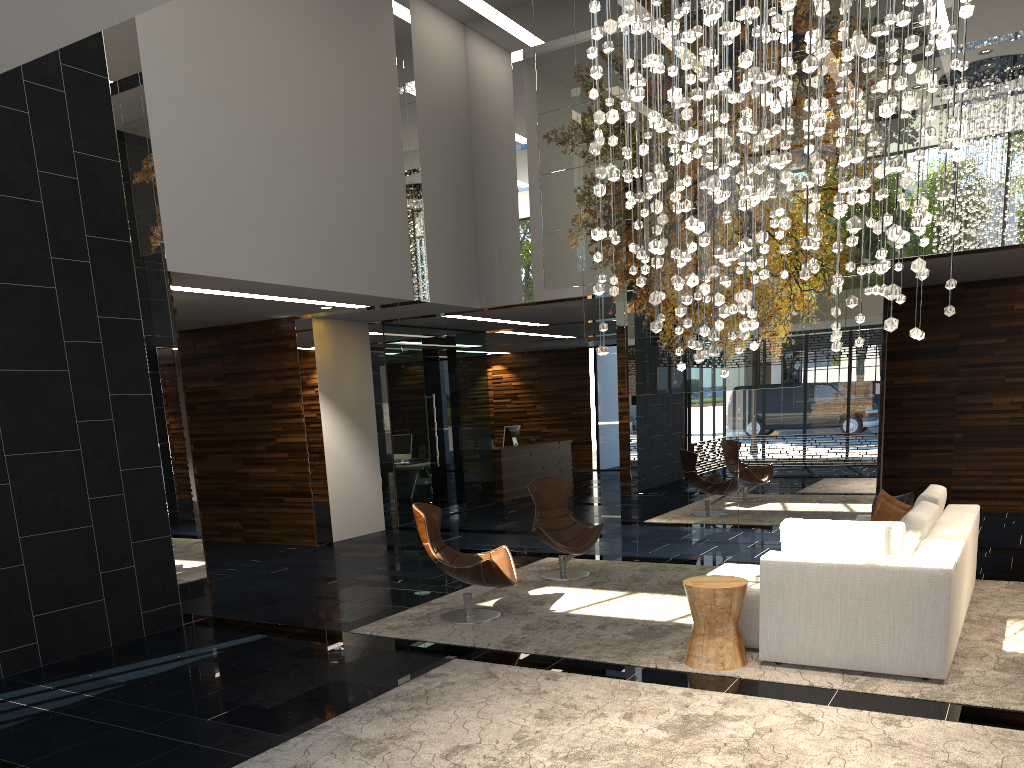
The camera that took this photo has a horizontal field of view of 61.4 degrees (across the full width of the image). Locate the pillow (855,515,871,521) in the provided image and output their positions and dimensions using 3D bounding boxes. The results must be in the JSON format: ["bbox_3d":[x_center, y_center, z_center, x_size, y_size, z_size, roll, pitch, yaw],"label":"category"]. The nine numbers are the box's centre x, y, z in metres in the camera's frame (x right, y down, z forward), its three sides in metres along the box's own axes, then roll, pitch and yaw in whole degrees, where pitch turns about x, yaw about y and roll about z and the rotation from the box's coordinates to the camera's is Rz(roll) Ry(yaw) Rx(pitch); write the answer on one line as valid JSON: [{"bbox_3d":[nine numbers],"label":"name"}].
[{"bbox_3d":[3.169,1.167,7.134,0.624,0.156,0.233,-3,2,25],"label":"pillow"}]

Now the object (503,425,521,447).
[{"bbox_3d":[0.016,1.027,16.010,0.188,0.507,0.471,5,9,36],"label":"object"}]

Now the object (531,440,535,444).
[{"bbox_3d":[0.394,1.086,16.130,0.076,0.061,0.076,-6,5,-35],"label":"object"}]

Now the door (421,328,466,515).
[{"bbox_3d":[-0.996,0.595,13.139,0.101,2.940,0.844,4,13,31],"label":"door"}]

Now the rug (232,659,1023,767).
[{"bbox_3d":[0.500,1.748,3.907,3.414,0.006,2.281,-4,-1,31],"label":"rug"}]

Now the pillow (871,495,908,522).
[{"bbox_3d":[2.803,1.070,6.513,0.268,0.425,0.505,-3,4,1],"label":"pillow"}]

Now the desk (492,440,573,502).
[{"bbox_3d":[0.142,1.579,16.021,0.877,0.916,2.610,0,2,31],"label":"desk"}]

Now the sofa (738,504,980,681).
[{"bbox_3d":[2.545,1.334,6.173,1.289,0.703,2.783,-2,0,31],"label":"sofa"}]

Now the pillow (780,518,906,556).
[{"bbox_3d":[1.984,1.041,5.200,0.711,0.474,0.211,-1,9,31],"label":"pillow"}]

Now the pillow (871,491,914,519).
[{"bbox_3d":[3.015,1.045,6.883,0.254,0.426,0.541,-5,4,-12],"label":"pillow"}]

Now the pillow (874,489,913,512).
[{"bbox_3d":[2.925,1.043,6.689,0.243,0.442,0.535,-4,4,-4],"label":"pillow"}]

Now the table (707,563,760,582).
[{"bbox_3d":[1.587,1.494,5.875,0.399,0.481,0.389,1,8,31],"label":"table"}]

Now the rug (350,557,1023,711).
[{"bbox_3d":[2.103,1.719,6.447,5.897,0.006,3.137,-4,-1,31],"label":"rug"}]

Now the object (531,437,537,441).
[{"bbox_3d":[0.379,1.052,16.141,0.150,0.106,0.074,-5,7,-29],"label":"object"}]

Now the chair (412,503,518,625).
[{"bbox_3d":[-0.355,1.377,6.703,0.788,0.961,0.653,-3,8,-1],"label":"chair"}]

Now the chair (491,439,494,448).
[{"bbox_3d":[-0.280,1.528,16.286,0.677,1.093,0.663,3,10,37],"label":"chair"}]

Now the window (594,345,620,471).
[{"bbox_3d":[3.660,0.477,18.907,3.952,2.932,0.058,-1,11,30],"label":"window"}]

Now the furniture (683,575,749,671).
[{"bbox_3d":[1.259,1.472,5.332,0.389,0.538,0.383,-6,8,-24],"label":"furniture"}]

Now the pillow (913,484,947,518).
[{"bbox_3d":[3.092,1.009,6.463,0.246,0.465,0.701,3,5,31],"label":"pillow"}]

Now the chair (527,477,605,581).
[{"bbox_3d":[0.437,1.367,8.157,0.666,0.960,0.774,-8,8,-31],"label":"chair"}]

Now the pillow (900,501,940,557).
[{"bbox_3d":[2.633,1.024,5.714,0.289,0.449,0.701,2,5,32],"label":"pillow"}]
